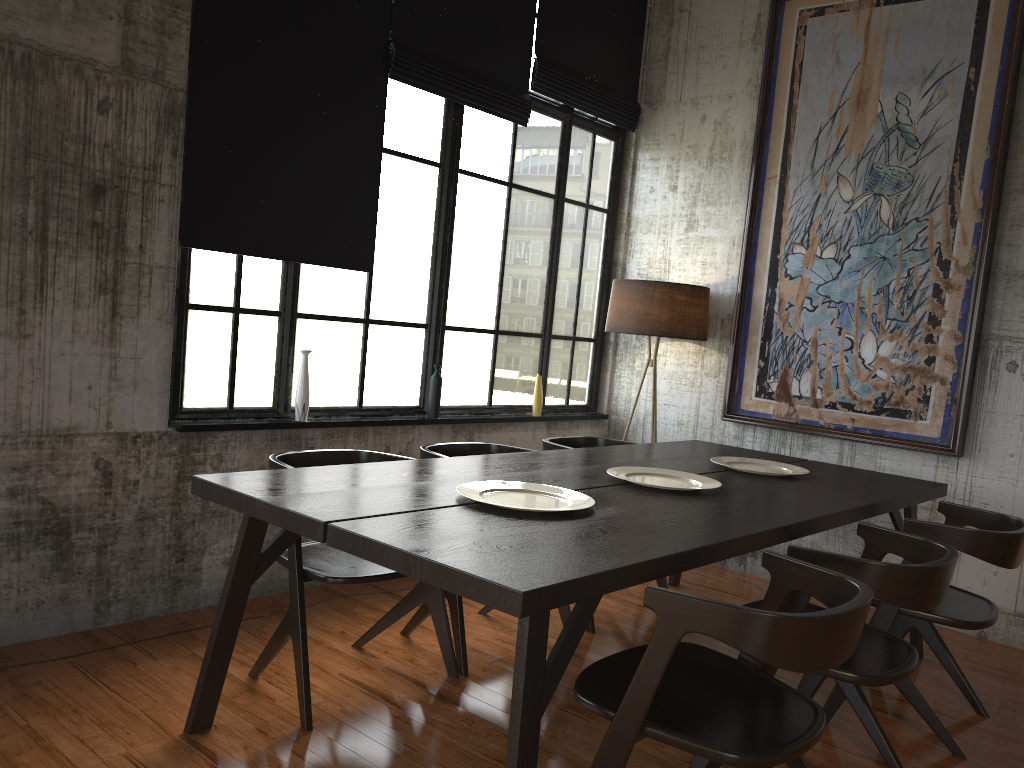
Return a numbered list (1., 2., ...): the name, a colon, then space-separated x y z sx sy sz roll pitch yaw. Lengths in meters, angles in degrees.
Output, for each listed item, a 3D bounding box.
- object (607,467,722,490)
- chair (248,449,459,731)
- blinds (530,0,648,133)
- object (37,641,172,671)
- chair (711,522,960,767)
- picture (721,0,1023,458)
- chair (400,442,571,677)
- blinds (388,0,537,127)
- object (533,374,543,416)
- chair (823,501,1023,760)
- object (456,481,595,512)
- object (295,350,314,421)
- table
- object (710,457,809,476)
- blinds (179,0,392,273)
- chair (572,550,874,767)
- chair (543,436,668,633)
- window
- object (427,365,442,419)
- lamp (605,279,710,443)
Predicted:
1. object: 0.701 0.443 4.105 0.527 0.025 0.525 2 5 -39
2. chair: -0.707 0.847 3.959 0.767 0.996 0.878 10 6 40
3. blinds: 0.625 -2.590 6.554 0.052 1.145 1.296 10 7 41
4. object: 4.752 1.482 4.936 8.745 0.659 20.830 9 5 41
5. chair: 1.203 1.067 3.389 0.767 0.996 0.878 10 6 40
6. picture: 2.333 -1.182 5.906 1.650 3.130 0.142 10 7 41
7. chair: -0.115 0.858 4.638 0.767 0.996 0.878 10 6 41
8. blinds: -0.236 -2.478 5.593 0.051 1.402 1.254 10 7 41
9. object: 0.199 0.080 6.631 0.073 0.319 0.074 6 6 3
10. chair: 1.930 1.084 4.160 0.767 0.996 0.878 9 6 37
11. object: 0.051 0.431 3.360 0.527 0.025 0.525 2 5 -39
12. object: -1.186 0.009 5.043 0.082 0.412 0.082 6 6 2
13. table: 0.594 0.949 4.174 1.634 1.009 3.702 9 5 41
14. object: 1.351 0.455 4.851 0.527 0.025 0.525 2 5 -39
15. blinds: -1.125 -1.932 4.723 0.034 2.541 1.215 10 7 41
16. chair: 0.611 1.056 2.710 0.767 0.996 0.878 10 6 41
17. chair: 0.548 0.869 5.410 0.767 0.996 0.878 10 6 40
18. window: -0.382 -1.446 5.789 0.050 3.446 3.812 10 7 41
19. object: -0.504 0.052 5.825 0.080 0.353 0.080 4 6 -18
20. lamp: 1.004 0.286 6.640 0.753 2.062 0.750 1 7 -37
